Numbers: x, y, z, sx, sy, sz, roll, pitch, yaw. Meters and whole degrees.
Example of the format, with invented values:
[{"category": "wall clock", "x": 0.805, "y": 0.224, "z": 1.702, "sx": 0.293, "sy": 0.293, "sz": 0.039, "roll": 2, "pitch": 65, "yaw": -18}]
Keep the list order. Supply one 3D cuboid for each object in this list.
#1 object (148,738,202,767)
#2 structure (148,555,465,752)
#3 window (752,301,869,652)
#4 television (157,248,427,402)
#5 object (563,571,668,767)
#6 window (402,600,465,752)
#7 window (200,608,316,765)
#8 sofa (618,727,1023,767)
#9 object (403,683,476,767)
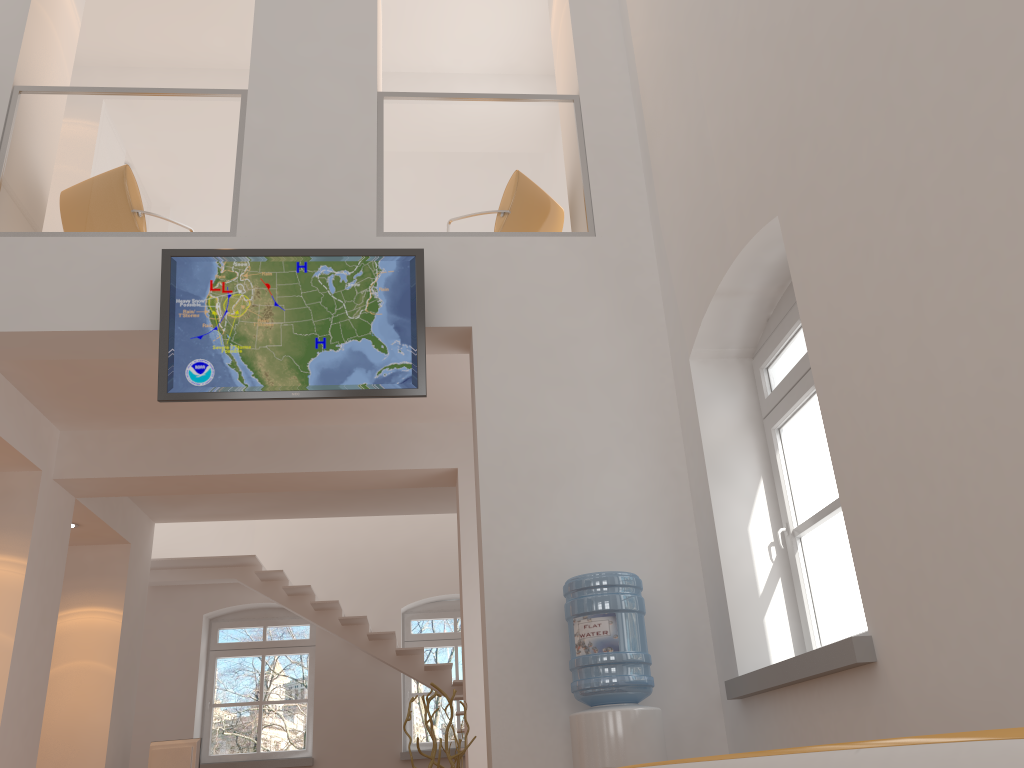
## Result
[{"category": "object", "x": -3.104, "y": 3.448, "z": 8.034, "sx": 0.516, "sy": 0.418, "sz": 0.245, "roll": -14, "pitch": -26, "yaw": 21}, {"category": "structure", "x": -1.738, "y": 2.968, "z": 8.515, "sx": 4.630, "sy": 3.042, "sz": 3.450, "roll": -1, "pitch": -24, "yaw": -6}, {"category": "window", "x": 1.386, "y": 0.338, "z": 3.804, "sx": 0.142, "sy": 1.627, "sz": 1.302, "roll": -1, "pitch": -24, "yaw": -6}, {"category": "television", "x": -1.162, "y": -0.323, "z": 4.751, "sx": 1.388, "sy": 0.803, "sz": 0.266, "roll": -1, "pitch": -24, "yaw": -6}, {"category": "object", "x": 0.471, "y": 1.606, "z": 3.913, "sx": 0.436, "sy": 1.490, "sz": 0.436, "roll": 5, "pitch": -26, "yaw": -19}, {"category": "window", "x": -0.666, "y": 3.480, "z": 10.674, "sx": 1.308, "sy": 1.737, "sz": 0.142, "roll": -1, "pitch": -24, "yaw": -6}, {"category": "window", "x": -2.947, "y": 3.521, "z": 10.434, "sx": 1.308, "sy": 1.737, "sz": 0.142, "roll": -1, "pitch": -24, "yaw": -6}, {"category": "sofa", "x": 0.089, "y": 0.941, "z": 1.355, "sx": 0.825, "sy": 0.661, "sz": 2.010, "roll": 0, "pitch": -24, "yaw": -7}, {"category": "object", "x": -0.290, "y": 2.014, "z": 4.250, "sx": 0.284, "sy": 1.112, "sz": 0.655, "roll": -10, "pitch": -25, "yaw": 13}]
